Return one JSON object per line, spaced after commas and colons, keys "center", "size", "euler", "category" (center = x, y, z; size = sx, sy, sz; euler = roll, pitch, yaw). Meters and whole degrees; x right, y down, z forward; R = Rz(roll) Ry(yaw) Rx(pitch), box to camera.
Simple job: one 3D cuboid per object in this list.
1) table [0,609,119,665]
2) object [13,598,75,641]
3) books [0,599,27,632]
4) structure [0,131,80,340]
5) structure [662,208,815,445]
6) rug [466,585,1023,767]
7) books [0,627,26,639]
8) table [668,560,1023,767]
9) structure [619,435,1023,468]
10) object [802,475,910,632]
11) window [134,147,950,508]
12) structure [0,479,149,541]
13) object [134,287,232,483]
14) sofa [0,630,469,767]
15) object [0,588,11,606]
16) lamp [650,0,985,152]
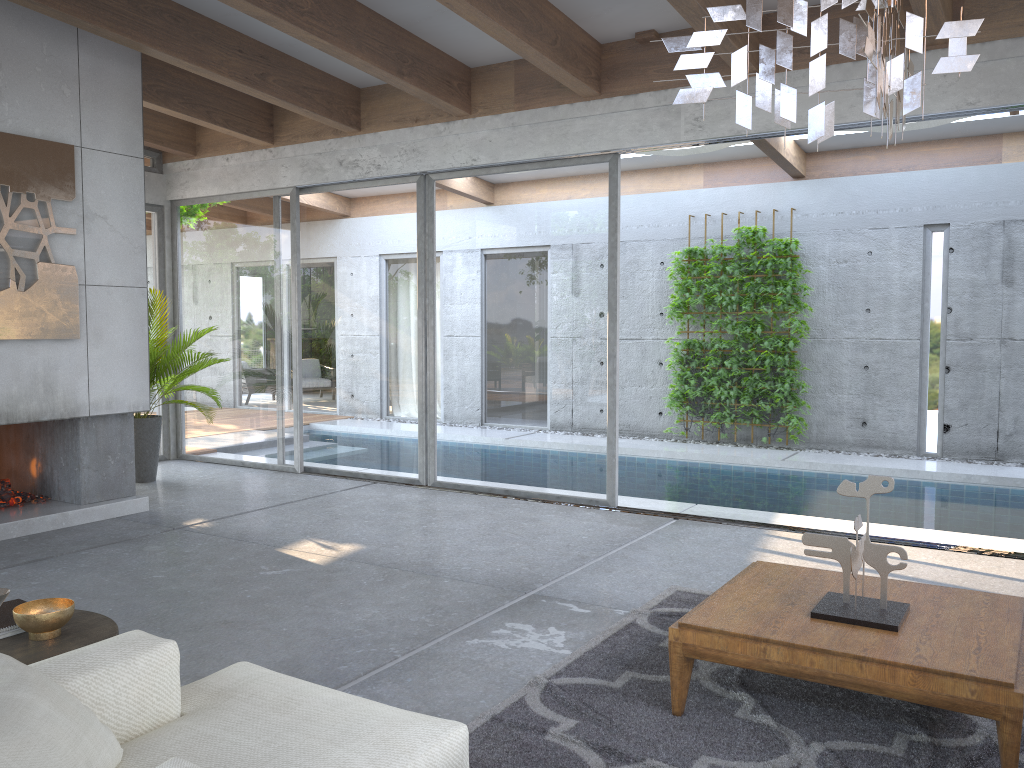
{"center": [-1.603, 1.021, 2.736], "size": [0.725, 0.441, 0.725], "euler": [0, 4, -7], "category": "table"}
{"center": [-1.475, 0.748, 2.799], "size": [0.173, 0.097, 0.173], "euler": [1, 4, 11], "category": "object"}
{"center": [-1.672, 0.766, 2.937], "size": [0.290, 0.012, 0.205], "euler": [3, 5, 37], "category": "books"}
{"center": [-3.304, -0.966, 5.843], "size": [0.041, 1.351, 0.919], "euler": [2, 4, 31], "category": "structure"}
{"center": [4.742, -0.413, 6.555], "size": [2.739, 2.687, 10.282], "euler": [-3, 5, -41], "category": "structure"}
{"center": [0.968, 1.200, 2.920], "size": [2.187, 0.056, 3.186], "euler": [2, 4, 32], "category": "rug"}
{"center": [-1.678, 0.780, 2.933], "size": [0.303, 0.015, 0.220], "euler": [2, 4, 31], "category": "books"}
{"center": [1.310, 1.026, 3.359], "size": [1.112, 0.352, 1.048], "euler": [2, 4, 31], "category": "table"}
{"center": [3.359, 0.762, 10.151], "size": [13.673, 0.068, 0.477], "euler": [2, 4, 31], "category": "structure"}
{"center": [1.277, 0.593, 3.322], "size": [0.379, 0.518, 0.346], "euler": [2, 4, 31], "category": "object"}
{"center": [1.501, -0.649, 3.014], "size": [23.280, 3.764, 14.294], "euler": [2, 4, 31], "category": "window"}
{"center": [-4.261, 0.707, 6.539], "size": [2.203, 0.595, 2.012], "euler": [2, 4, 31], "category": "structure"}
{"center": [-3.384, -0.018, 8.108], "size": [1.798, 1.819, 1.484], "euler": [3, 5, 38], "category": "object"}
{"center": [0.421, 1.000, 1.732], "size": [3.733, 0.777, 1.965], "euler": [2, 4, 31], "category": "sofa"}
{"center": [-1.495, 0.706, 2.551], "size": [0.099, 0.212, 0.099], "euler": [-2, 4, -28], "category": "object"}
{"center": [0.885, -1.336, 2.321], "size": [0.862, 1.400, 0.636], "euler": [-1, 4, -11], "category": "lamp"}
